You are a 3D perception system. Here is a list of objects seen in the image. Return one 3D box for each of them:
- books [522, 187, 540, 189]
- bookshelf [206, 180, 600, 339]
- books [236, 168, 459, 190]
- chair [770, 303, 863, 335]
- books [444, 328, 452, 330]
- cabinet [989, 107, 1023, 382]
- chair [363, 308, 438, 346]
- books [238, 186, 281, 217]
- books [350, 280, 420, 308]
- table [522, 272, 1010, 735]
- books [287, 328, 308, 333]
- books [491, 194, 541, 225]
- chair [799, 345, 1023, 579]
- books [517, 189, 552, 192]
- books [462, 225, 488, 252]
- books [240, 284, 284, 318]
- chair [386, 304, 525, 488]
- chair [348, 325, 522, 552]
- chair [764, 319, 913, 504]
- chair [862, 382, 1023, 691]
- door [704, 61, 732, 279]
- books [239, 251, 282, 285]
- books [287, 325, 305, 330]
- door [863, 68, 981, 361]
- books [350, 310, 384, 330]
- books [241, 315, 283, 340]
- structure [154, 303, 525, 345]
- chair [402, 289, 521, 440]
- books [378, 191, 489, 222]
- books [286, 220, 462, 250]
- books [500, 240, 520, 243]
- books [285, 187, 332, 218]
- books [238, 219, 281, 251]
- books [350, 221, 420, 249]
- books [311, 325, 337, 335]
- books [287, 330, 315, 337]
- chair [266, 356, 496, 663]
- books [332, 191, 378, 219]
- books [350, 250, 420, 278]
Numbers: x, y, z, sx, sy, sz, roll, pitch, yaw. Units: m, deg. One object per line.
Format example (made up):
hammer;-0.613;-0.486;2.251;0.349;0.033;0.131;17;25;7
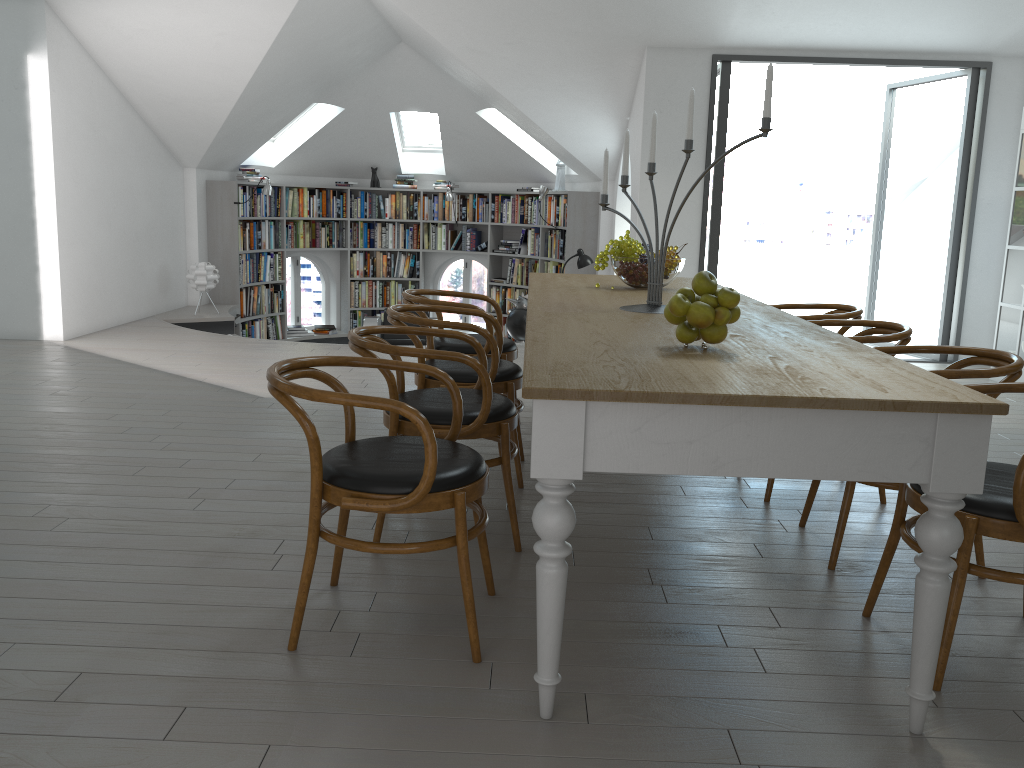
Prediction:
books;0.285;-2.418;10.964;0.233;0.027;0.248;-4;13;-26
bookshelf;-1.209;-1.452;10.899;4.333;1.871;2.119;2;11;1
books;-2.049;-2.561;11.108;2.816;0.172;0.751;-4;13;-28
chair;1.437;-0.044;4.541;0.621;0.731;0.530;2;10;1
books;-0.942;-0.732;11.880;0.268;0.029;0.254;0;11;-9
cabinet;3.805;-0.945;6.204;0.361;1.980;0.645;2;10;1
chair;-1.193;-0.454;9.770;0.823;0.716;0.745;1;11;-4
books;-3.053;-2.119;10.279;0.300;0.359;1.037;5;12;17
books;-1.670;-1.199;11.738;1.032;0.356;0.294;-1;11;-14
table;0.558;0.087;3.573;1.018;0.795;3.366;2;11;1
books;-2.768;-0.689;11.338;0.269;0.031;0.287;-3;12;-22
books;0.141;-2.182;11.059;0.972;0.365;0.306;12;15;44
chair;1.402;0.241;3.109;0.621;0.731;0.530;3;10;4
books;0.284;-2.390;10.968;0.317;0.036;0.337;-6;14;-36
books;-0.425;-1.888;11.493;0.399;0.339;0.225;6;11;21
books;-3.136;-0.775;10.233;0.391;0.692;1.648;4;11;11
chair;-0.244;0.032;3.906;0.621;0.731;0.530;2;10;1
chair;-0.277;0.174;3.189;0.621;0.731;0.530;1;10;-4
chair;1.359;0.096;3.828;0.621;0.731;0.530;1;10;-2
chair;1.375;0.383;2.396;0.621;0.731;0.530;1;10;-2
door;1.681;-1.512;7.745;0.080;2.335;1.056;2;10;1
books;-3.050;-1.365;10.391;0.261;0.357;1.024;5;12;18
books;-2.767;-0.719;11.333;0.213;0.036;0.227;-3;12;-22
door;3.502;-1.446;7.687;0.080;2.335;1.056;-1;10;-14
books;-1.697;-0.841;11.790;1.019;0.305;0.289;-1;11;-14
books;-3.087;-0.648;10.583;0.283;0.318;0.922;5;12;19
structure;-1.265;-0.430;9.668;4.719;0.690;4.724;-9;15;-43
chair;-0.267;-0.112;4.624;0.621;0.731;0.530;3;10;4
books;-0.980;-2.312;11.545;1.566;0.365;0.395;3;11;6
books;-1.822;-1.911;11.419;2.529;0.369;0.594;-2;11;-18
books;0.017;-1.815;11.302;0.269;0.031;0.287;-2;12;-19
books;-2.602;-2.262;11.045;0.270;0.371;0.794;12;15;44
books;-3.072;-1.743;10.365;0.303;0.346;1.093;5;12;16
books;-1.670;-1.958;11.645;1.028;0.357;0.302;-1;11;-13
books;-2.429;-0.703;11.503;0.318;0.099;0.293;2;11;3
books;-2.769;-0.655;11.343;0.366;0.042;0.389;-5;13;-32
chair;-0.363;0.314;2.478;0.621;0.731;0.530;2;10;4
books;-2.050;-2.313;11.443;0.682;0.344;0.266;-3;11;-22
books;-1.672;-1.578;11.668;0.997;0.350;0.299;-1;11;-15
